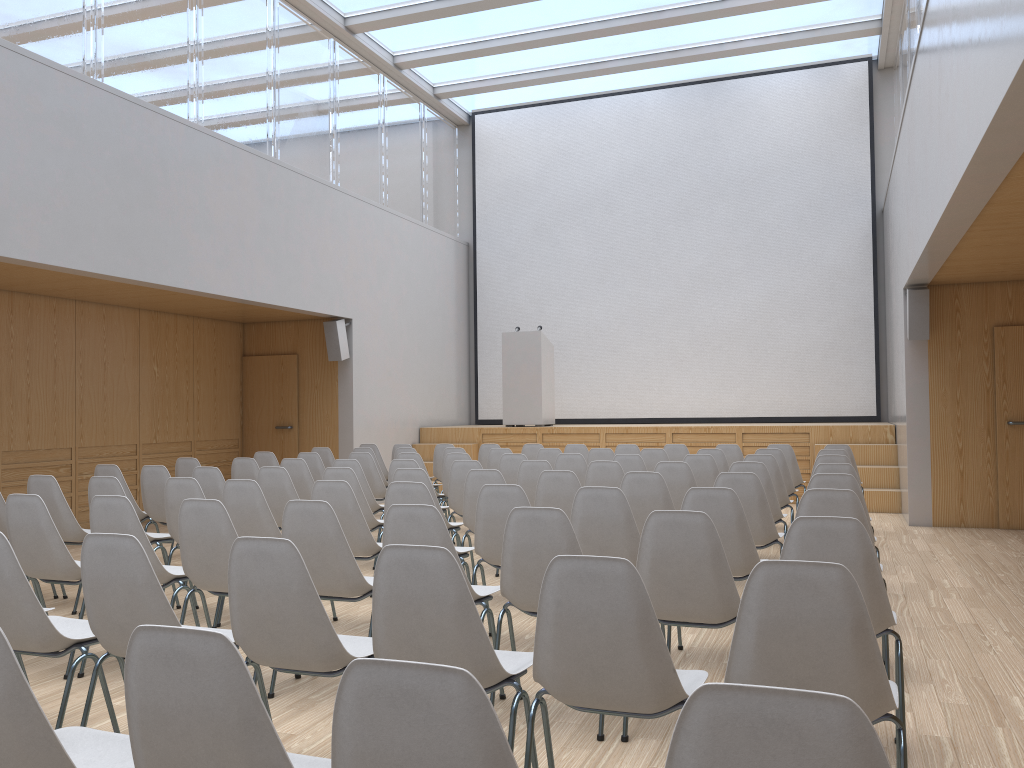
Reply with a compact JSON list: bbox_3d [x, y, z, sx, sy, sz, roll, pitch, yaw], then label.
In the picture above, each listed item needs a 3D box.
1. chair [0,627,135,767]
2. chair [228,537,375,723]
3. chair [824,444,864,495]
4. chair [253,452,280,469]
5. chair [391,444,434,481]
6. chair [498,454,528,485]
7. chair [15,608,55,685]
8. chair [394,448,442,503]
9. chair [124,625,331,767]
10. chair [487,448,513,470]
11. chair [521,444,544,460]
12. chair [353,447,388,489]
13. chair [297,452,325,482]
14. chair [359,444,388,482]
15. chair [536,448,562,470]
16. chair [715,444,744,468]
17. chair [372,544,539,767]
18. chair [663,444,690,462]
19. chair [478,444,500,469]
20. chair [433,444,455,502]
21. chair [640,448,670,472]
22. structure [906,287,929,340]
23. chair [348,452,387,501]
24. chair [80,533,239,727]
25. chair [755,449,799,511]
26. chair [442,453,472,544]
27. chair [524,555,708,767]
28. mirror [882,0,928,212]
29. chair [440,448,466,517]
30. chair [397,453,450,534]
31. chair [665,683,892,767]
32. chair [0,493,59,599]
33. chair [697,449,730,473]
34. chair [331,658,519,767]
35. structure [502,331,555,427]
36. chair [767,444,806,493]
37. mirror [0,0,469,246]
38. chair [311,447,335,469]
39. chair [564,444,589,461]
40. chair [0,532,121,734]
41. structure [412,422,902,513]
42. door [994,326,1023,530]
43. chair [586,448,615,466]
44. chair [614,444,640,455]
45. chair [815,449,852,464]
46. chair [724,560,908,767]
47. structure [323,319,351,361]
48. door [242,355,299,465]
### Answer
[{"bbox_3d":[-0.984,0.882,1.936,0.479,0.876,0.505,-1,-2,20],"label":"chair"},{"bbox_3d":[-0.659,0.906,2.901,0.479,0.876,0.505,-1,-2,20],"label":"chair"},{"bbox_3d":[3.271,1.032,8.888,0.479,0.876,0.505,-1,-2,20],"label":"chair"},{"bbox_3d":[-2.319,1.103,8.849,0.479,0.876,0.505,-1,-2,20],"label":"chair"},{"bbox_3d":[-1.174,1.135,10.450,0.479,0.876,0.505,-1,-2,20],"label":"chair"},{"bbox_3d":[0.105,1.042,7.843,0.479,0.876,0.505,-1,-2,20],"label":"chair"},{"bbox_3d":[-2.131,0.941,3.458,0.479,0.876,0.505,-1,-2,20],"label":"chair"},{"bbox_3d":[-1.004,1.101,9.365,0.479,0.876,0.505,-1,-2,20],"label":"chair"},{"bbox_3d":[-0.492,0.871,1.783,0.479,0.876,0.505,-1,-2,20],"label":"chair"},{"bbox_3d":[-0.024,1.078,9.001,0.479,0.876,0.505,-1,-2,20],"label":"chair"},{"bbox_3d":[0.323,1.103,10.012,0.479,0.876,0.505,-1,-2,20],"label":"chair"},{"bbox_3d":[-1.485,1.114,9.586,0.479,0.876,0.505,-1,-2,20],"label":"chair"},{"bbox_3d":[-1.833,1.089,8.606,0.479,0.876,0.505,-1,-2,20],"label":"chair"},{"bbox_3d":[-1.608,1.148,10.698,0.479,0.876,0.505,-1,-2,20],"label":"chair"},{"bbox_3d":[0.460,1.068,8.865,0.479,0.876,0.505,-1,-2,20],"label":"chair"},{"bbox_3d":[2.288,1.056,9.253,0.479,0.876,0.505,-1,-2,20],"label":"chair"},{"bbox_3d":[-0.178,0.894,2.703,0.479,0.876,0.505,-1,-2,20],"label":"chair"},{"bbox_3d":[1.791,1.068,9.456,0.479,0.876,0.505,-1,-2,20],"label":"chair"},{"bbox_3d":[-0.155,1.114,10.159,0.479,0.876,0.505,-1,-2,20],"label":"chair"},{"bbox_3d":[-0.674,1.125,10.309,0.479,0.876,0.505,-1,-2,20],"label":"chair"},{"bbox_3d":[1.411,1.045,8.512,0.479,0.876,0.505,-1,-2,20],"label":"chair"},{"bbox_3d":[4.128,-0.714,9.021,0.196,0.542,0.368,-1,-2,20],"label":"structure"},{"bbox_3d":[-1.324,1.079,8.490,0.479,0.876,0.505,-1,-2,20],"label":"chair"},{"bbox_3d":[-1.179,0.916,3.031,0.479,0.876,0.505,-1,-2,20],"label":"chair"},{"bbox_3d":[2.394,1.022,8.167,0.479,0.876,0.505,-1,-2,20],"label":"chair"},{"bbox_3d":[-0.393,1.056,8.115,0.479,0.876,0.505,-1,-2,20],"label":"chair"},{"bbox_3d":[0.294,0.881,2.485,0.479,0.876,0.505,-1,-2,20],"label":"chair"},{"bbox_3d":[2.391,-3.758,4.539,0.253,2.089,17.828,-1,-2,20],"label":"mirror"},{"bbox_3d":[-0.495,1.091,9.238,0.479,0.876,0.505,-1,-2,20],"label":"chair"},{"bbox_3d":[-0.844,1.067,8.261,0.479,0.876,0.505,-1,-2,20],"label":"chair"},{"bbox_3d":[0.442,0.848,1.407,0.479,0.876,0.505,-1,-2,20],"label":"chair"},{"bbox_3d":[-3.391,1.033,6.028,0.479,0.876,0.505,-1,-2,20],"label":"chair"},{"bbox_3d":[1.895,1.032,8.289,0.479,0.876,0.505,-1,-2,20],"label":"chair"},{"bbox_3d":[-0.062,0.858,1.550,0.479,0.876,0.505,-1,-2,20],"label":"chair"},{"bbox_3d":[0.247,-0.063,13.076,0.605,1.379,0.605,-1,-2,20],"label":"structure"},{"bbox_3d":[2.771,1.045,9.104,0.479,0.876,0.505,-1,-2,20],"label":"chair"},{"bbox_3d":[-3.975,-3.607,6.901,0.253,2.089,17.828,-1,-2,20],"label":"mirror"},{"bbox_3d":[-1.971,1.126,9.796,0.479,0.876,0.505,-1,-2,20],"label":"chair"},{"bbox_3d":[0.781,1.091,9.791,0.479,0.876,0.505,-1,-2,20],"label":"chair"},{"bbox_3d":[-1.677,0.927,3.172,0.479,0.876,0.505,-1,-2,20],"label":"chair"},{"bbox_3d":[1.903,1.107,12.671,6.552,1.027,2.728,-1,-2,20],"label":"structure"},{"bbox_3d":[5.256,0.428,8.705,0.873,2.024,0.108,-1,-2,20],"label":"door"},{"bbox_3d":[0.944,1.057,8.715,0.479,0.876,0.505,-1,-2,20],"label":"chair"},{"bbox_3d":[1.307,1.078,9.574,0.479,0.876,0.505,-1,-2,20],"label":"chair"},{"bbox_3d":[2.878,1.009,7.925,0.479,0.876,0.505,-1,-2,20],"label":"chair"},{"bbox_3d":[0.794,0.872,2.373,0.479,0.876,0.505,-1,-2,20],"label":"chair"},{"bbox_3d":[-2.240,-0.563,11.383,0.196,0.542,0.368,-1,-2,20],"label":"structure"},{"bbox_3d":[-3.261,0.630,11.864,0.873,2.024,0.108,-1,-2,20],"label":"door"}]
